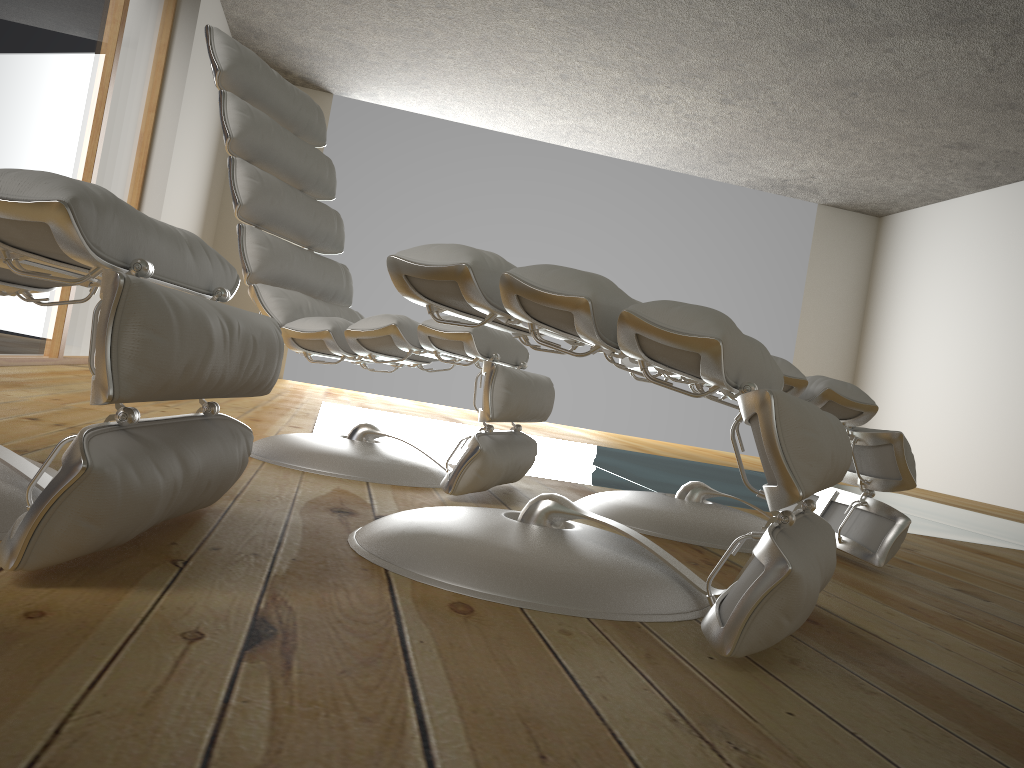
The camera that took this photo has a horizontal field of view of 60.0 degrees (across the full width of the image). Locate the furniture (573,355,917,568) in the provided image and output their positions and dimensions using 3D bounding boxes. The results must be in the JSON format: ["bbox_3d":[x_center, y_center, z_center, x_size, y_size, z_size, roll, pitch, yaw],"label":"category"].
[{"bbox_3d":[0.510,0.131,2.103,0.685,0.440,0.569,10,-1,-5],"label":"furniture"}]

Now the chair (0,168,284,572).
[{"bbox_3d":[-0.735,-0.353,1.094,0.914,0.970,0.569,10,-1,-1],"label":"chair"}]

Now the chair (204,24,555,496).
[{"bbox_3d":[-0.329,-0.280,2.212,0.915,0.970,0.568,9,-1,14],"label":"chair"}]

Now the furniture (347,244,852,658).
[{"bbox_3d":[0.128,0.063,1.302,0.687,0.440,0.568,9,-1,24],"label":"furniture"}]
